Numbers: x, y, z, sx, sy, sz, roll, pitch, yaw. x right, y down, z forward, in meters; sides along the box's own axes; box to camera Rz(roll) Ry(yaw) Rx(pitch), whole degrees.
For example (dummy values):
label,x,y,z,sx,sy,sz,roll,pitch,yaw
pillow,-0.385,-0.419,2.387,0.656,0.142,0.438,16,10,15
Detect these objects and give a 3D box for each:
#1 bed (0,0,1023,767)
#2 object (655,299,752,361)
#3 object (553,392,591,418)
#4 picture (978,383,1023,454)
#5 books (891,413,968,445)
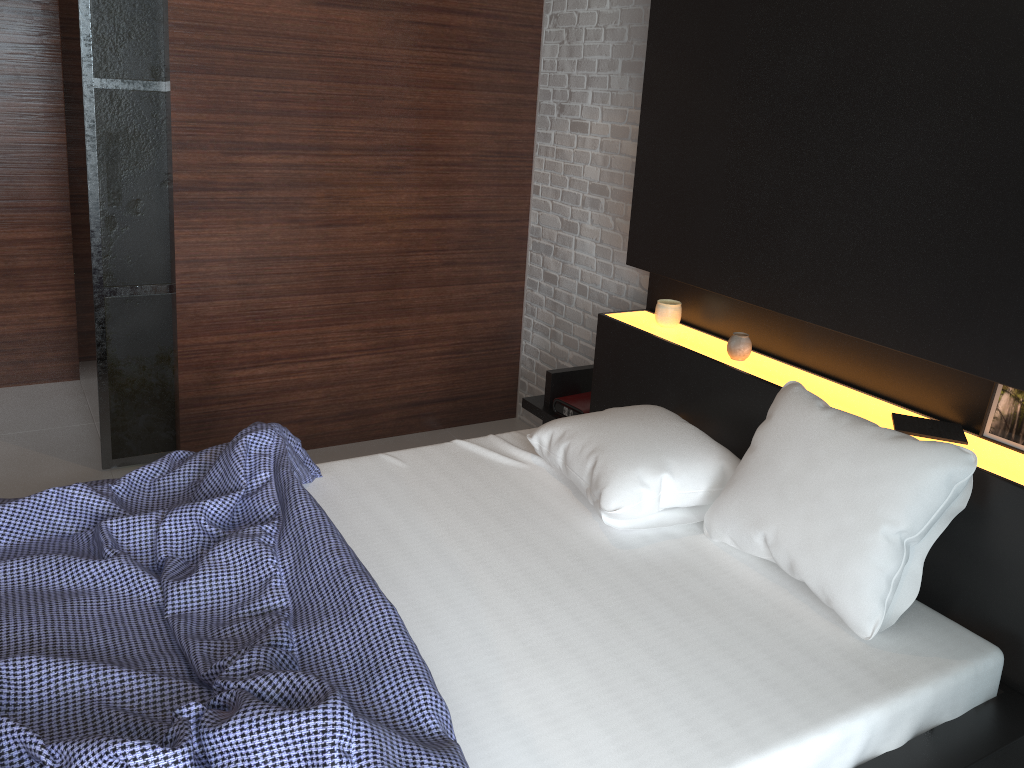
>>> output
label,x,y,z,sx,sy,sz,roll,pitch,yaw
bed,-0.133,-0.113,1.809,2.618,2.001,2.605,-6,20,-30
object,0.598,-0.175,2.785,0.088,0.084,0.458,-4,20,-25
object,0.285,0.101,3.376,0.185,0.082,0.199,-9,22,-35
picture,1.164,0.070,2.046,0.036,0.154,0.127,-5,18,-31
books,1.007,0.108,2.137,0.159,0.013,0.127,10,19,17
